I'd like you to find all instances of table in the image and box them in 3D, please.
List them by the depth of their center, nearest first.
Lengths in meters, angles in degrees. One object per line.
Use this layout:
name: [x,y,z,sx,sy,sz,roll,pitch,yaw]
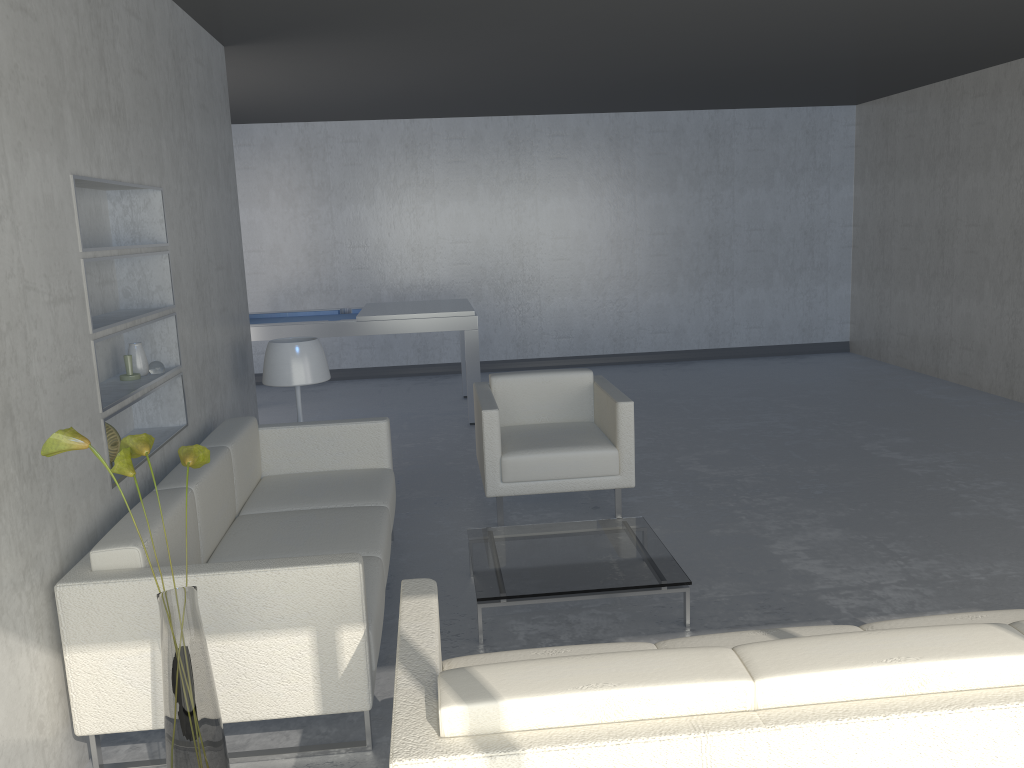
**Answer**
table: [0.230,0.758,3.506,0.773,0.190,0.730,-3,10,-5]
table: [-1.334,-0.167,7.047,2.095,0.835,1.180,-3,10,-5]

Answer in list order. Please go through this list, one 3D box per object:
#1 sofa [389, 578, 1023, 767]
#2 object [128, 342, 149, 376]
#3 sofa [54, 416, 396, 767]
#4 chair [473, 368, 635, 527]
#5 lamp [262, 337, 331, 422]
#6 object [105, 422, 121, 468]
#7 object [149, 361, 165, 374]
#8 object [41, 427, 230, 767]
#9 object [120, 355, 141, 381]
sofa: [0.700,0.770,2.017,1.881,0.658,0.821,-3,10,-5]
object: [-1.482,-0.097,3.504,0.079,0.130,0.079,-4,10,-7]
sofa: [-0.876,0.597,3.327,0.821,0.658,1.881,-3,10,-5]
chair: [0.199,0.298,4.729,0.748,0.662,0.821,-3,10,-5]
lamp: [-1.120,0.057,4.643,0.347,0.582,0.347,-10,13,-36]
object: [-1.408,0.205,3.088,0.088,0.179,0.163,-5,11,-15]
object: [-1.428,-0.069,3.561,0.064,0.050,0.064,-2,10,1]
object: [-0.828,0.596,2.235,0.387,1.051,0.400,2,11,22]
object: [-1.478,-0.064,3.424,0.074,0.094,0.074,-11,13,-40]
